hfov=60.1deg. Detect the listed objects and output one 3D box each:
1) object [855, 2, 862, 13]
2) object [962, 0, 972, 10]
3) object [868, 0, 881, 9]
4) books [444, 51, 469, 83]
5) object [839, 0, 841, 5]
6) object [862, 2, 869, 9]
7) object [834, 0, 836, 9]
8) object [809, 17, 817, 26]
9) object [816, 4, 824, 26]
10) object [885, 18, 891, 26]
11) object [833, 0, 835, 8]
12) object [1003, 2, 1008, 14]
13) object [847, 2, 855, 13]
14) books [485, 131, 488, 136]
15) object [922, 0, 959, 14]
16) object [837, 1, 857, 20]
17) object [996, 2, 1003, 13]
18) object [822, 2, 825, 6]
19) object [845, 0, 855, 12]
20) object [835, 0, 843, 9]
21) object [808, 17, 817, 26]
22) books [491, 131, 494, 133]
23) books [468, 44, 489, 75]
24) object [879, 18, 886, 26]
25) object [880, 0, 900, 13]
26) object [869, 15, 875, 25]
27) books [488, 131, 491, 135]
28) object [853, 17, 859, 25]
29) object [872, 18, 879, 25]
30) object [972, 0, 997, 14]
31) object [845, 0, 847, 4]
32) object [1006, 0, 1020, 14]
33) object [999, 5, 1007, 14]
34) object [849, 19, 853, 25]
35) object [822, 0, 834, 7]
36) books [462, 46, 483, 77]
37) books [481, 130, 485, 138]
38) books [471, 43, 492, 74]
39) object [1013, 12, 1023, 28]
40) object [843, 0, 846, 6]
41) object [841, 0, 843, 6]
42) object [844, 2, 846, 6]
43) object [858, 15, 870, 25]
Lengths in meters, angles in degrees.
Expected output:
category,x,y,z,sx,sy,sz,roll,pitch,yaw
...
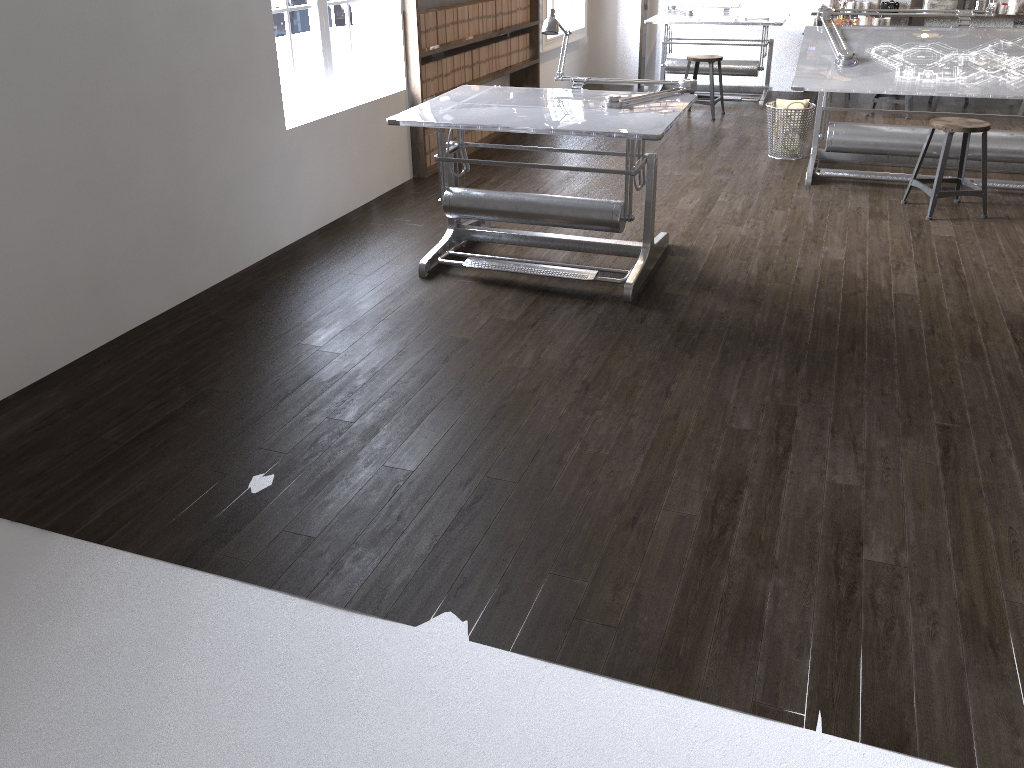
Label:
category,x,y,z,sx,sy,sz,roll,pitch,yaw
object,3.333,-3.625,8.523,0.062,0.091,0.064,2,26,6
object,4.274,-3.581,8.315,0.079,0.184,0.080,-1,25,0
object,3.509,-3.619,8.501,0.107,0.158,0.240,-7,27,-12
books,-0.423,-2.421,6.757,0.175,0.221,0.068,8,27,19
object,3.116,-3.548,8.374,0.071,0.182,0.008,9,27,20
object,3.400,-3.626,8.521,0.062,0.092,0.063,2,26,6
object,3.157,-3.731,8.688,0.072,0.126,0.072,-11,27,-20
object,2.859,-3.430,8.424,0.068,0.102,0.069,10,28,23
object,2.928,-3.480,8.387,0.069,0.225,0.069,7,26,16
object,3.546,-3.415,8.381,0.062,0.092,0.063,-10,27,-18
object,3.118,-3.707,8.640,0.050,0.137,0.052,7,26,17
object,4.542,-3.463,8.160,0.045,0.099,0.045,9,27,21
object,3.264,-3.629,8.532,0.062,0.092,0.063,2,26,6
books,-0.289,-2.153,7.268,0.175,0.221,0.068,8,27,19
object,4.024,-3.567,8.320,0.317,0.149,0.196,8,28,18
object,3.216,-3.574,8.473,0.077,0.143,0.348,21,34,38
object,4.498,-3.479,8.195,0.063,0.091,0.064,-9,27,-15
object,2.953,-3.515,8.447,0.069,0.233,0.069,7,26,16
object,3.289,-3.691,8.627,0.095,0.125,0.096,-20,32,-34
object,3.185,-3.697,8.620,0.070,0.128,0.071,-16,29,-28
object,2.878,-3.465,8.493,0.070,0.101,0.070,6,26,15
books,-0.242,-2.209,7.378,0.175,0.221,0.068,8,27,19
books,-0.279,-2.609,7.123,0.175,0.221,0.068,8,27,19
object,3.486,-3.400,8.355,0.063,0.091,0.064,-10,27,-18
object,3.600,-3.596,8.437,0.171,0.106,0.092,9,27,19
object,3.393,-3.451,8.430,0.095,0.125,0.095,10,28,22
books,-0.269,-2.180,7.322,0.175,0.221,0.068,8,27,19
object,3.235,-3.397,8.345,0.050,0.109,0.050,7,26,16
object,3.419,-3.389,8.335,0.062,0.092,0.063,-15,29,-26
object,4.379,-3.569,8.183,0.181,0.266,0.159,1,26,4
object,3.135,-3.552,8.368,0.055,0.189,0.007,8,26,18
object,4.586,-3.450,8.106,0.095,0.125,0.095,12,28,25
object,4.533,-3.462,8.168,0.062,0.091,0.183,15,31,30
object,3.233,-3.418,8.413,0.060,0.087,0.060,6,26,15
object,3.062,-3.696,8.583,0.107,0.173,0.109,9,27,20
books,-0.321,-2.546,7.000,0.175,0.221,0.068,8,27,19
books,-0.313,-2.121,7.206,0.175,0.221,0.068,8,27,19
books,-0.253,-2.639,7.182,0.175,0.221,0.068,8,27,19
object,4.587,-3.213,7.884,0.204,0.158,0.289,8,28,18
object,3.126,-3.552,8.355,0.007,0.210,0.055,-17,29,-30
object,3.109,-3.543,8.371,0.006,0.176,0.023,21,33,39
object,3.135,-3.532,8.380,0.005,0.149,0.045,-5,25,-9
object,3.311,-3.416,8.351,0.105,0.139,0.106,5,26,12
